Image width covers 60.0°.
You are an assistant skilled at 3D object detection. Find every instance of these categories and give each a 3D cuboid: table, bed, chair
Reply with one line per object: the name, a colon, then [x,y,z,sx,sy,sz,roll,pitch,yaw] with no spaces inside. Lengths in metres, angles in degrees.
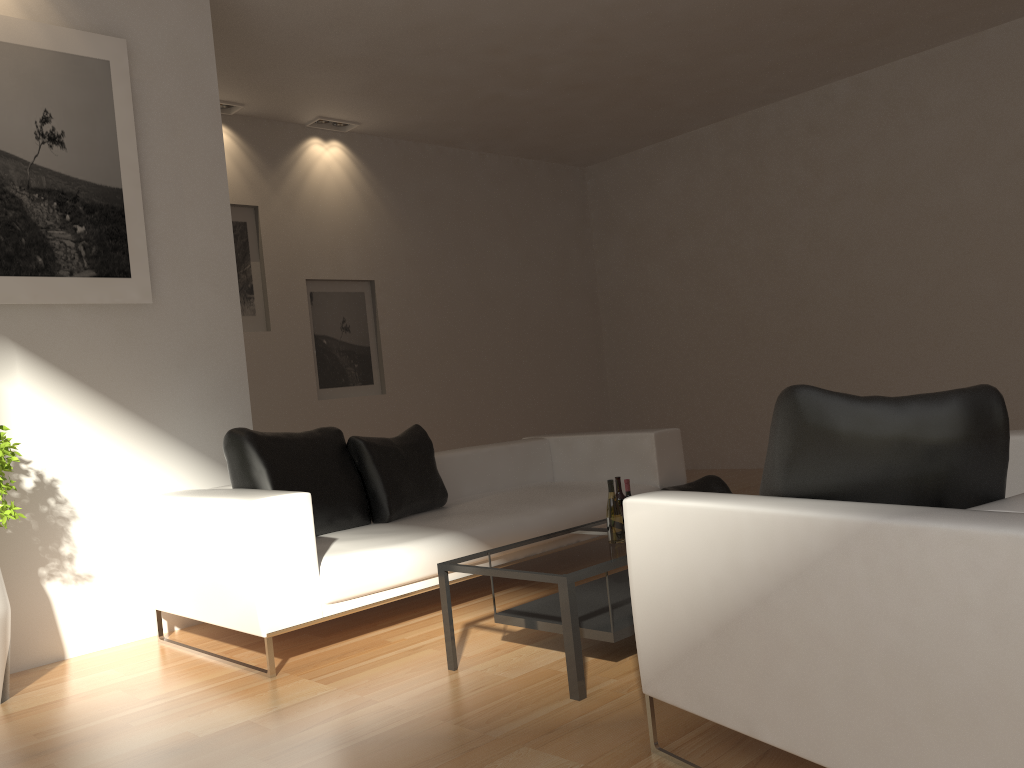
table: [0.531,0.866,3.831,1.566,0.460,0.709,-5,-1,-44]
bed: [-0.348,0.793,5.134,3.075,0.761,1.262,-5,-1,-44]
chair: [1.346,0.583,2.461,1.671,0.761,1.262,-6,-1,-29]

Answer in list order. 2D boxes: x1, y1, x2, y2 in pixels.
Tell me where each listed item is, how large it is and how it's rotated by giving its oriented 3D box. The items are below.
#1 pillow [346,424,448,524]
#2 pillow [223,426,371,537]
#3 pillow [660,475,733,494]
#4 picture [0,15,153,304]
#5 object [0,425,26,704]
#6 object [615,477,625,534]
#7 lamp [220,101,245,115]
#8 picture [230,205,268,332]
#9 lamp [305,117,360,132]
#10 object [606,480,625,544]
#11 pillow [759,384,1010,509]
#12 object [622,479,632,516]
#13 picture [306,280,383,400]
pillow: [-0.650,0.509,5.108,0.270,0.524,0.628,-6,-1,30]
pillow: [-1.105,0.527,4.644,0.346,0.666,0.755,-6,-1,32]
pillow: [1.185,0.823,5.556,0.503,0.457,0.340,-6,-1,-25]
picture: [-2.358,-1.112,4.432,0.979,1.431,0.004,-5,-1,-44]
object: [-2.360,0.707,3.759,0.570,1.324,0.631,-6,-1,-29]
object: [0.466,0.522,3.804,0.057,0.248,0.057,-6,-1,-26]
lamp: [-2.528,-2.417,7.478,0.446,0.166,0.243,-5,-1,-44]
picture: [-2.501,-0.992,7.617,0.802,1.155,0.005,-5,-1,-44]
lamp: [-1.683,-2.496,8.290,0.446,0.166,0.243,-5,-1,-44]
object: [0.415,0.519,3.619,0.068,0.257,0.067,-6,-1,-26]
pillow: [0.865,0.284,2.158,0.660,0.598,0.291,-6,-1,36]
object: [0.492,0.519,3.701,0.059,0.244,0.059,-5,-1,-44]
picture: [-1.595,-0.424,8.415,0.802,1.155,0.005,-5,-1,-44]
